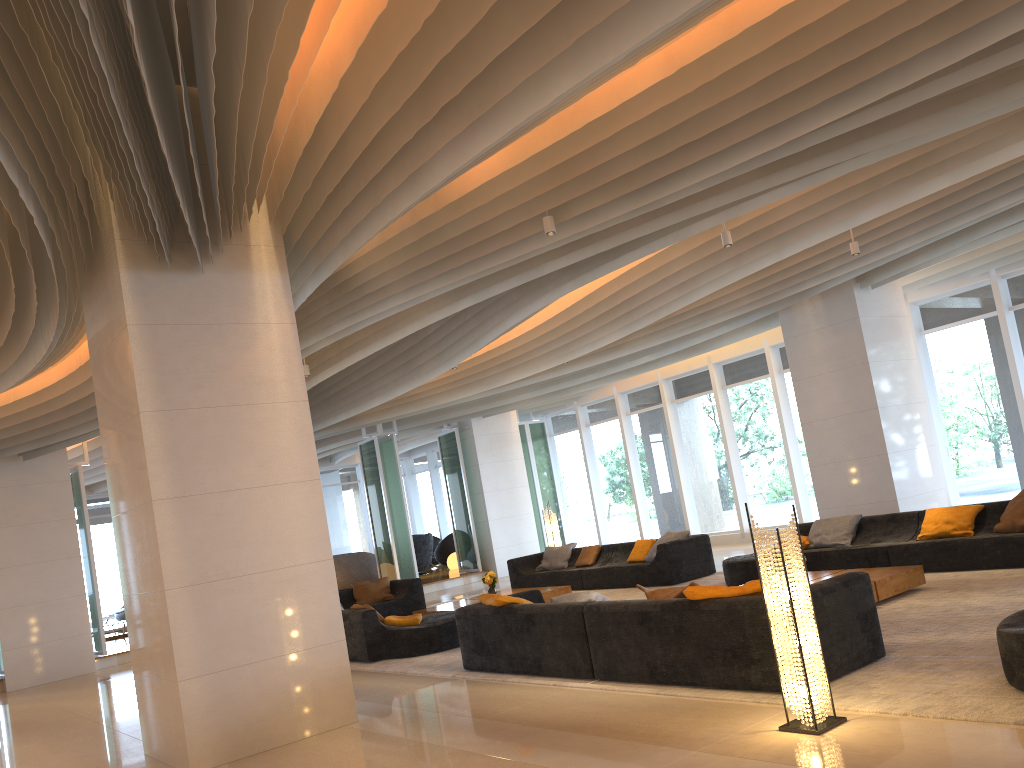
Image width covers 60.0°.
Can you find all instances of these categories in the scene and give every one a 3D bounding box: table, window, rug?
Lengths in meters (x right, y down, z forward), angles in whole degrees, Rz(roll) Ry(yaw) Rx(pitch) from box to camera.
[{"bbox_3d":[-8.329,5.209,18.791,1.093,0.316,0.813,-5,-9,-31],"label":"table"},{"bbox_3d":[-0.275,3.087,12.294,1.623,0.219,1.588,-4,-10,-37],"label":"table"},{"bbox_3d":[2.687,1.983,8.265,1.623,0.219,1.588,-4,-10,-37],"label":"table"},{"bbox_3d":[-1.830,4.881,24.537,1.093,0.316,0.813,-5,-9,-31],"label":"table"},{"bbox_3d":[4.432,0.573,12.860,54.102,3.202,22.435,-13,-8,17],"label":"window"},{"bbox_3d":[2.522,2.163,8.509,5.590,0.022,16.093,-4,-10,-37],"label":"rug"}]

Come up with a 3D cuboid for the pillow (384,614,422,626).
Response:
[{"bbox_3d":[-1.228,2.676,10.066,0.411,0.135,0.418,-10,-8,-4],"label":"pillow"}]

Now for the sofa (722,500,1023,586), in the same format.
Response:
[{"bbox_3d":[4.086,1.751,9.675,1.371,0.579,4.110,-4,-10,-38],"label":"sofa"}]

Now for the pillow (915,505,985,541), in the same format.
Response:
[{"bbox_3d":[4.597,1.496,9.342,0.456,0.392,0.632,-5,-9,-38],"label":"pillow"}]

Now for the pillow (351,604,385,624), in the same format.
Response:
[{"bbox_3d":[-1.615,2.654,10.172,0.333,0.309,0.420,-5,-8,-36],"label":"pillow"}]

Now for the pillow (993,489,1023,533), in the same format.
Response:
[{"bbox_3d":[5.139,1.233,8.733,0.551,0.375,0.638,-8,-7,-16],"label":"pillow"}]

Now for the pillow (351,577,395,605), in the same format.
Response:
[{"bbox_3d":[-2.237,3.334,14.256,0.643,0.375,0.547,-8,-7,-16],"label":"pillow"}]

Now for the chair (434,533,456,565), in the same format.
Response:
[{"bbox_3d":[-1.374,4.335,23.735,1.538,1.000,1.128,-5,-8,-35],"label":"chair"}]

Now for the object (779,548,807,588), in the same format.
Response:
[{"bbox_3d":[2.569,1.679,8.115,0.238,0.375,0.265,-8,-6,-16],"label":"object"}]

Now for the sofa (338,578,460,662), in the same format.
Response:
[{"bbox_3d":[-1.601,3.059,12.013,2.865,0.649,5.048,-4,-10,-37],"label":"sofa"}]

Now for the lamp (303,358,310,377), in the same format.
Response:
[{"bbox_3d":[-2.726,-0.836,11.275,0.089,1.498,0.090,-11,-5,7],"label":"lamp"}]

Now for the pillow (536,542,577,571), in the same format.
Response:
[{"bbox_3d":[0.729,2.876,14.730,0.633,0.375,0.555,-14,-8,30],"label":"pillow"}]

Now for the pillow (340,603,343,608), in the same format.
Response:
[{"bbox_3d":[-2.869,3.401,13.742,0.413,0.310,0.319,-5,-8,-35],"label":"pillow"}]

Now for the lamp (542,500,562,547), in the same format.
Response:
[{"bbox_3d":[0.760,2.802,15.880,0.253,1.443,0.248,-6,-6,-38],"label":"lamp"}]

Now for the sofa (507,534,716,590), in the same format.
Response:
[{"bbox_3d":[1.396,2.794,13.623,0.955,0.579,3.747,-5,-10,-37],"label":"sofa"}]

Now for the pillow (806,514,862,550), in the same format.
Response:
[{"bbox_3d":[3.777,1.783,10.451,0.468,0.414,0.659,-5,-9,-37],"label":"pillow"}]

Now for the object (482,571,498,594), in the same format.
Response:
[{"bbox_3d":[-0.299,2.819,12.519,0.237,0.375,0.266,-9,-6,-6],"label":"object"}]

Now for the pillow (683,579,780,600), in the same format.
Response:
[{"bbox_3d":[1.534,1.460,5.860,0.633,0.375,0.555,-14,-8,30],"label":"pillow"}]

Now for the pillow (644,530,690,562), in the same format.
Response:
[{"bbox_3d":[2.213,2.323,12.713,0.551,0.375,0.638,-8,-7,-16],"label":"pillow"}]

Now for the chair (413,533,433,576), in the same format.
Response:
[{"bbox_3d":[-2.535,4.347,22.383,1.127,1.000,1.540,-13,-8,25],"label":"chair"}]

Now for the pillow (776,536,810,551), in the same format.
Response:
[{"bbox_3d":[3.402,1.954,10.788,0.446,0.191,0.593,-12,-8,17],"label":"pillow"}]

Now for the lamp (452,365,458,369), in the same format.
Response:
[{"bbox_3d":[-0.942,-0.954,12.653,0.089,1.498,0.090,-11,-5,7],"label":"lamp"}]

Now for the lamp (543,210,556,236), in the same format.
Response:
[{"bbox_3d":[0.183,-1.939,7.180,0.088,1.498,0.090,-14,-6,43],"label":"lamp"}]

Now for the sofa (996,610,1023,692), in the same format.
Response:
[{"bbox_3d":[3.315,1.077,4.008,1.374,0.573,2.235,-4,-10,-37],"label":"sofa"}]

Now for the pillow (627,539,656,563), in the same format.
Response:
[{"bbox_3d":[1.910,2.462,13.102,0.326,0.310,0.405,-5,-8,-35],"label":"pillow"}]

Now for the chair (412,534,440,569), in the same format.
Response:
[{"bbox_3d":[-2.538,4.772,25.339,1.533,1.000,1.131,-7,-7,-25],"label":"chair"}]

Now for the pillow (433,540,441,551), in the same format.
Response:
[{"bbox_3d":[-2.251,4.656,25.543,0.506,0.406,0.464,-9,-7,-10],"label":"pillow"}]

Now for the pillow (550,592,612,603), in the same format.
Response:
[{"bbox_3d":[0.636,1.874,7.216,0.426,0.375,0.582,-5,-8,-35],"label":"pillow"}]

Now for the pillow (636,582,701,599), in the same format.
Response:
[{"bbox_3d":[1.227,1.614,6.406,0.450,0.407,0.597,-5,-8,-35],"label":"pillow"}]

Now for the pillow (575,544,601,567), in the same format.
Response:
[{"bbox_3d":[1.205,2.724,14.060,0.326,0.310,0.404,-5,-9,-40],"label":"pillow"}]

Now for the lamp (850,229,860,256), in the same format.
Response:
[{"bbox_3d":[3.687,-2.171,9.895,0.088,1.498,0.090,-14,-6,43],"label":"lamp"}]

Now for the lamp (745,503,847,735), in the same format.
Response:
[{"bbox_3d":[1.465,1.196,4.665,0.253,1.191,0.248,-6,-6,-38],"label":"lamp"}]

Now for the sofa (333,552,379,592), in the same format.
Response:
[{"bbox_3d":[-4.127,4.433,20.643,2.550,0.896,1.122,-12,-7,12],"label":"sofa"}]

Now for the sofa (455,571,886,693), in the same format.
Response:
[{"bbox_3d":[0.934,1.917,6.937,0.955,0.579,3.747,-5,-10,-37],"label":"sofa"}]

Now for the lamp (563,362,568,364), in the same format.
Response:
[{"bbox_3d":[0.708,-1.064,13.929,0.089,1.498,0.090,-11,-5,7],"label":"lamp"}]

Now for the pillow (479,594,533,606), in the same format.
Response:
[{"bbox_3d":[0.051,2.013,7.877,0.551,0.375,0.638,-8,-7,-16],"label":"pillow"}]

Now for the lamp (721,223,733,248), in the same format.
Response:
[{"bbox_3d":[1.939,-2.055,8.546,0.088,1.498,0.090,-12,-5,25],"label":"lamp"}]
